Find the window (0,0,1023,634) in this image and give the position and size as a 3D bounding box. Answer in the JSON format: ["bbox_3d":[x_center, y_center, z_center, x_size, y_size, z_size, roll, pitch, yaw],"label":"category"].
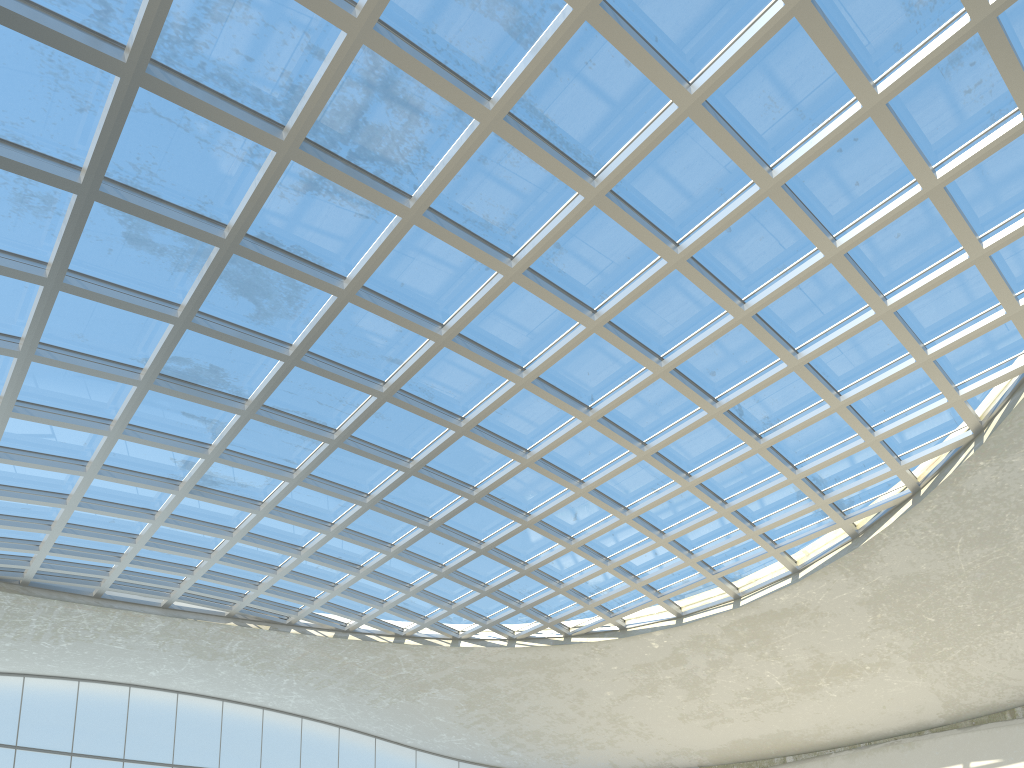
[{"bbox_3d":[-9.522,3.430,43.967,83.424,9.726,85.811,25,-43,-33],"label":"window"}]
